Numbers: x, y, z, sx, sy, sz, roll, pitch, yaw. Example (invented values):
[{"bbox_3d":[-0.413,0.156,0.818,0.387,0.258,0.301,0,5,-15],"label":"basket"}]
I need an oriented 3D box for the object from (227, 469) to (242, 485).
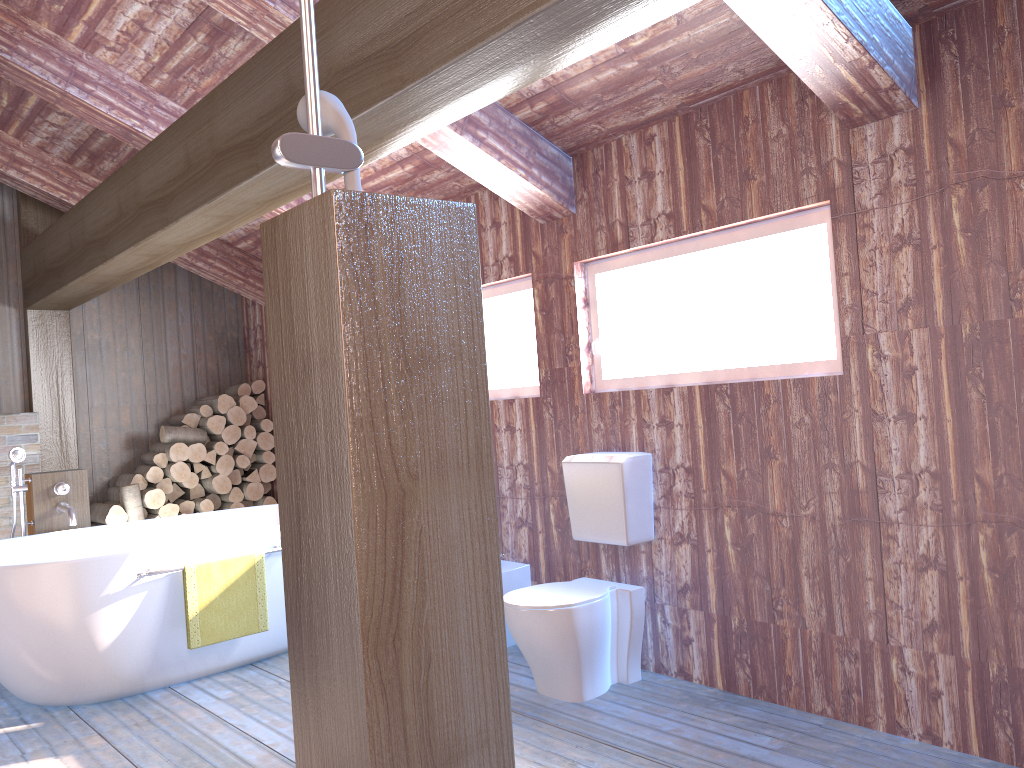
[{"bbox_3d":[-2.071,0.669,6.411,0.111,0.118,0.302,-3,-1,-40],"label":"object"}]

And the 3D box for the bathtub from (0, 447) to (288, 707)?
[{"bbox_3d":[-1.661,0.813,4.298,1.935,1.109,1.460,-4,-1,-18],"label":"bathtub"}]

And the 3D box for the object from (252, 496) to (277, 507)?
[{"bbox_3d":[-1.899,0.894,6.580,0.139,0.137,0.455,-3,-1,-41],"label":"object"}]

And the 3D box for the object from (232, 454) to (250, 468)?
[{"bbox_3d":[-2.043,0.559,6.458,0.102,0.109,0.438,-3,-1,-39],"label":"object"}]

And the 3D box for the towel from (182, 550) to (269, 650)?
[{"bbox_3d":[-1.249,0.940,3.886,0.370,0.361,0.032,-3,-2,-43],"label":"towel"}]

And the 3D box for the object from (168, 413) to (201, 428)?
[{"bbox_3d":[-2.349,0.275,6.356,0.140,0.121,0.319,-3,-1,-38],"label":"object"}]

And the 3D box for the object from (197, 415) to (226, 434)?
[{"bbox_3d":[-2.206,0.293,6.371,0.139,0.148,0.458,-3,-1,-39],"label":"object"}]

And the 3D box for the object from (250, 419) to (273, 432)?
[{"bbox_3d":[-1.908,0.309,6.592,0.102,0.109,0.438,-3,-1,-39],"label":"object"}]

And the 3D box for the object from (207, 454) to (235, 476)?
[{"bbox_3d":[-2.142,0.586,6.378,0.136,0.157,0.439,-3,-1,-39],"label":"object"}]

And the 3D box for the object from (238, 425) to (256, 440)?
[{"bbox_3d":[-2.005,0.358,6.506,0.089,0.106,0.437,-3,-1,-38],"label":"object"}]

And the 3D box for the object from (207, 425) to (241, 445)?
[{"bbox_3d":[-2.113,0.377,6.418,0.143,0.151,0.440,-3,-1,-39],"label":"object"}]

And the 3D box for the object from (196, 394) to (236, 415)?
[{"bbox_3d":[-2.150,0.151,6.429,0.135,0.139,0.456,-3,-1,-38],"label":"object"}]

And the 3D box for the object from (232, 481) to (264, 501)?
[{"bbox_3d":[-1.979,0.783,6.506,0.137,0.133,0.437,-3,-1,-41],"label":"object"}]

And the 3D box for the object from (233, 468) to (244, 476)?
[{"bbox_3d":[-2.020,0.640,6.457,0.065,0.069,0.177,-3,-1,-40],"label":"object"}]

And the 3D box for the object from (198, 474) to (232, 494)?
[{"bbox_3d":[-2.166,0.711,6.347,0.141,0.143,0.437,-3,-1,-41],"label":"object"}]

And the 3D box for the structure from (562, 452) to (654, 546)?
[{"bbox_3d":[0.400,0.470,3.684,0.182,0.363,0.358,-3,-1,-39],"label":"structure"}]

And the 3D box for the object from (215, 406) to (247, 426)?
[{"bbox_3d":[-2.092,0.239,6.446,0.141,0.143,0.437,-3,-1,-41],"label":"object"}]

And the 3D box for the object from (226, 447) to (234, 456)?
[{"bbox_3d":[-2.093,0.501,6.396,0.095,0.090,0.278,-3,-1,-38],"label":"object"}]

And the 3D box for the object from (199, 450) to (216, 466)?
[{"bbox_3d":[-2.229,0.533,6.305,0.109,0.124,0.424,-3,-1,-40],"label":"object"}]

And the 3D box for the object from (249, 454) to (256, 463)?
[{"bbox_3d":[-1.970,0.546,6.580,0.088,0.092,0.280,-3,-1,-39],"label":"object"}]

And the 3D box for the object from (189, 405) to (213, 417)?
[{"bbox_3d":[-2.220,0.195,6.330,0.094,0.097,0.227,-3,-1,-39],"label":"object"}]

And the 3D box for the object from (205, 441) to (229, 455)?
[{"bbox_3d":[-2.165,0.458,6.363,0.102,0.109,0.438,-3,-1,-39],"label":"object"}]

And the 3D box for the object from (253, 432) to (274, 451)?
[{"bbox_3d":[-1.912,0.423,6.584,0.147,0.152,0.439,-3,-1,-39],"label":"object"}]

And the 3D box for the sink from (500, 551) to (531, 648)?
[{"bbox_3d":[-0.187,0.997,4.186,0.515,0.517,0.335,-3,-1,-39],"label":"sink"}]

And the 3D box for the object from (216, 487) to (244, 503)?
[{"bbox_3d":[-2.055,0.796,6.401,0.114,0.113,0.301,-3,-1,-42],"label":"object"}]

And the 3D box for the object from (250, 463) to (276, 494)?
[{"bbox_3d":[-1.897,0.707,6.582,0.137,0.256,0.439,-3,-1,-39],"label":"object"}]

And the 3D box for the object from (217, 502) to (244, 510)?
[{"bbox_3d":[-2.043,0.903,6.396,0.116,0.117,0.289,-3,-1,-42],"label":"object"}]

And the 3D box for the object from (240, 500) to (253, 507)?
[{"bbox_3d":[-2.038,0.905,6.568,0.118,0.106,0.319,-3,-1,-42],"label":"object"}]

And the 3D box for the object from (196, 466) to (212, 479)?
[{"bbox_3d":[-2.224,0.623,6.312,0.085,0.096,0.280,-3,-1,-39],"label":"object"}]

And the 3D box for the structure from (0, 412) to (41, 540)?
[{"bbox_3d":[-3.519,0.871,5.448,1.130,1.330,0.226,-3,-1,-40],"label":"structure"}]

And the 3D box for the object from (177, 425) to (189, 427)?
[{"bbox_3d":[-2.383,0.362,6.319,0.113,0.130,0.291,-3,-1,-39],"label":"object"}]

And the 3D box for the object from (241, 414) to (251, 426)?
[{"bbox_3d":[-2.059,0.280,6.600,0.132,0.119,0.319,-3,-1,-38],"label":"object"}]

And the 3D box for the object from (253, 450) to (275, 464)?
[{"bbox_3d":[-1.894,0.540,6.585,0.102,0.109,0.438,-3,-1,-39],"label":"object"}]

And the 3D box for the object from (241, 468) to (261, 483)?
[{"bbox_3d":[-1.982,0.666,6.503,0.115,0.112,0.423,-3,-1,-39],"label":"object"}]

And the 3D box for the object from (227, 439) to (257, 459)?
[{"bbox_3d":[-2.041,0.478,6.506,0.172,0.151,0.482,-3,-1,-38],"label":"object"}]

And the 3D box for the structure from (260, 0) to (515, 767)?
[{"bbox_3d":[-0.241,0.113,1.527,0.328,2.209,0.522,-4,-1,-19],"label":"structure"}]

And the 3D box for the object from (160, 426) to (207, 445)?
[{"bbox_3d":[-2.278,0.356,6.150,0.302,0.157,0.121,-3,-1,-39],"label":"object"}]
